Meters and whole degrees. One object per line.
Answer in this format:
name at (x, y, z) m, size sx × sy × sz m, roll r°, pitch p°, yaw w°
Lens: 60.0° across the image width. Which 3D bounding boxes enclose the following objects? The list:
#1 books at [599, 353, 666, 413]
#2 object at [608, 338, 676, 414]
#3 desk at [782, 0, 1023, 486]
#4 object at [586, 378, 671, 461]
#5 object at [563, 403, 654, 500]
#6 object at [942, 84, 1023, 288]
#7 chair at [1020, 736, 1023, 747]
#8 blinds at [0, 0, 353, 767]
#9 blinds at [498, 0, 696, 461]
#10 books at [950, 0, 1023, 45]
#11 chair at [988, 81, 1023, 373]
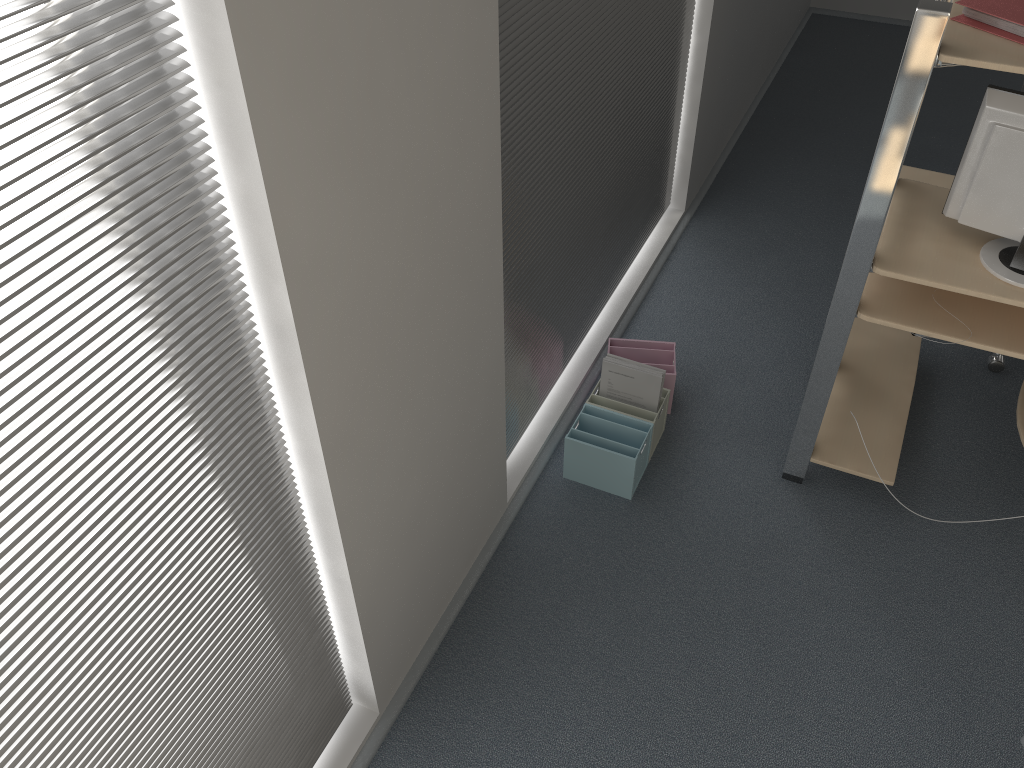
books at (0.410, 0.057, 3.094) m, size 0.220 × 0.306 × 0.068 m, roll 17°, pitch 45°, yaw 19°
object at (0.474, -0.027, 3.291) m, size 0.245 × 0.202 × 0.185 m, roll 4°, pitch 42°, yaw 5°
desk at (1.780, -0.347, 2.599) m, size 1.469 × 1.566 × 0.967 m, roll 17°, pitch 45°, yaw 19°
object at (0.404, 0.118, 3.131) m, size 0.245 × 0.202 × 0.185 m, roll 17°, pitch 45°, yaw 19°
object at (0.326, 0.231, 3.006) m, size 0.245 × 0.202 × 0.185 m, roll 17°, pitch 45°, yaw 19°
object at (1.395, -0.484, 2.281) m, size 0.245 × 0.418 × 0.516 m, roll -32°, pitch 51°, yaw -30°
chair at (1.229, 0.922, 1.579) m, size 0.652 × 1.048 × 0.584 m, roll -7°, pitch 42°, yaw -7°
blinds at (-0.854, 0.404, 0.756) m, size 0.037 × 2.749 × 1.950 m, roll 17°, pitch 45°, yaw 19°
blinds at (0.323, -1.300, 2.642) m, size 0.022 × 2.770 × 1.950 m, roll 17°, pitch 45°, yaw 19°
books at (1.274, -0.884, 2.111) m, size 0.262 × 0.072 × 0.320 m, roll -24°, pitch 47°, yaw -24°
chair at (2.045, -0.580, 3.243) m, size 0.584 × 1.048 × 0.652 m, roll 7°, pitch 42°, yaw 9°
